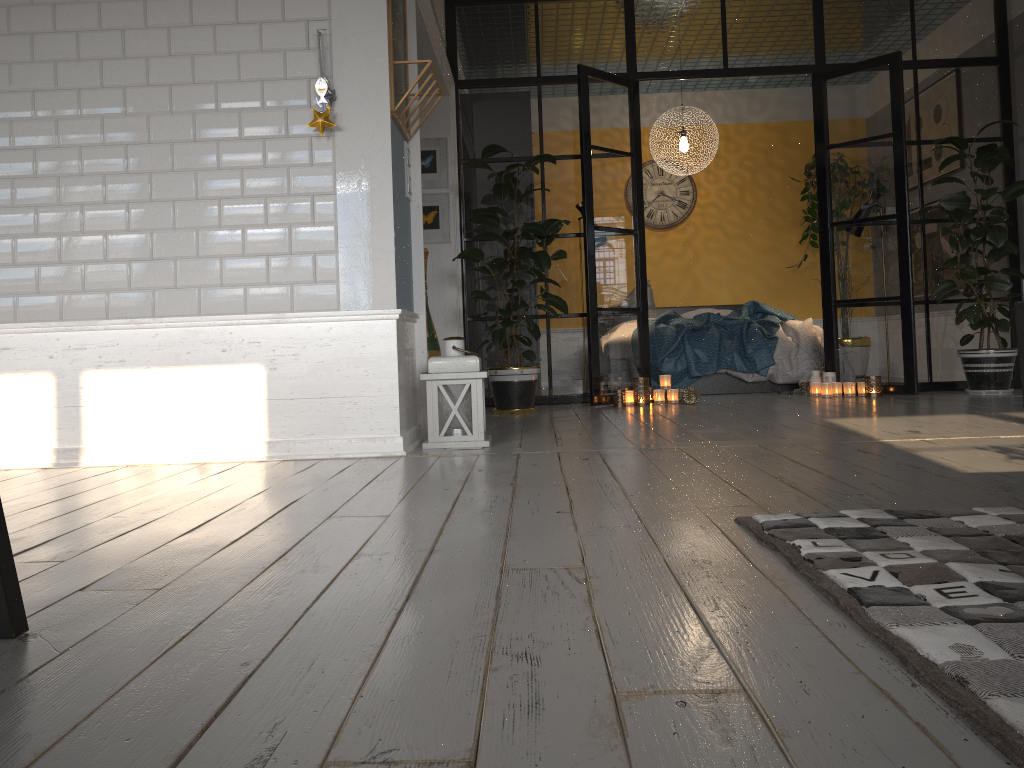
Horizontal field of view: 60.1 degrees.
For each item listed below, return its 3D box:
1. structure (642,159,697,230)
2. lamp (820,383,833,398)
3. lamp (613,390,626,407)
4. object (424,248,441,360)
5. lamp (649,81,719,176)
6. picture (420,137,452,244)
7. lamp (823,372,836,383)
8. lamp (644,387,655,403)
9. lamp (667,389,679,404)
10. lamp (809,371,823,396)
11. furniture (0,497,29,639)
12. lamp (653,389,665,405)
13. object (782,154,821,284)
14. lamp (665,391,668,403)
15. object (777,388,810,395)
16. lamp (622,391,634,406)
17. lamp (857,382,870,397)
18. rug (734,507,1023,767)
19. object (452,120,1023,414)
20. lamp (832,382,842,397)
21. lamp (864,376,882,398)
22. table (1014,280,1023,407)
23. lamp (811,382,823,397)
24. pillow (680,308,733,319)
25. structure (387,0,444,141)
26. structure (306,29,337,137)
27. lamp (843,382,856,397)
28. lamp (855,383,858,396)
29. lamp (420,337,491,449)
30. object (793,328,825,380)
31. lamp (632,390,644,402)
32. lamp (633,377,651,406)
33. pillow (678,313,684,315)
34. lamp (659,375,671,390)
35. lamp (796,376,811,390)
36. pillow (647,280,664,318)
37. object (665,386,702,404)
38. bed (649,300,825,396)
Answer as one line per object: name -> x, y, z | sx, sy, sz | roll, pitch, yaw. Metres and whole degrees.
structure -> 1.519, -1.935, 9.014 | 0.726, 0.725, 0.070 | -2, -1, 1
lamp -> 2.157, 0.044, 6.057 | 0.080, 0.099, 0.081 | -2, 0, 42
lamp -> 0.722, 0.097, 5.935 | 0.084, 0.110, 0.084 | -2, 0, -23
object -> -0.596, -0.367, 6.055 | 0.216, 1.125, 0.215 | -2, -1, -4
lamp -> 1.528, -2.414, 7.925 | 0.615, 1.097, 0.617 | -3, -1, 42
picture -> -0.646, -1.328, 5.313 | 0.359, 0.753, 1.946 | -2, 2, 2
lamp -> 2.230, 0.002, 6.208 | 0.089, 0.167, 0.092 | -2, -1, -32
lamp -> 0.973, 0.076, 6.240 | 0.081, 0.106, 0.081 | -2, 0, 1
lamp -> 1.092, 0.086, 5.999 | 0.080, 0.099, 0.081 | -2, 0, 42
lamp -> 2.169, -0.005, 6.310 | 0.092, 0.180, 0.092 | -2, -1, 22
furniture -> -1.029, 0.208, 0.584 | 0.465, 0.456, 1.670 | -2, 2, 2
lamp -> 1.001, 0.088, 6.008 | 0.080, 0.099, 0.081 | -2, 0, 42
object -> 3.221, -1.156, 8.538 | 1.344, 2.207, 1.247 | -2, -1, -12
lamp -> 1.064, 0.092, 6.107 | 0.069, 0.080, 0.069 | -2, 0, 9
object -> 2.081, 0.056, 6.542 | 0.087, 0.054, 0.326 | -3, 2, -35
lamp -> 0.790, 0.097, 5.996 | 0.080, 0.099, 0.081 | -2, 0, 42
lamp -> 2.395, 0.037, 6.025 | 0.080, 0.099, 0.081 | -2, 0, 42
rug -> 1.758, 0.299, 1.158 | 2.526, 0.034, 1.770 | -2, 2, 2
object -> 1.586, -0.774, 5.871 | 3.895, 1.798, 1.010 | -2, -1, 1
lamp -> 2.236, 0.040, 6.099 | 0.080, 0.099, 0.081 | -2, 0, 42
lamp -> 2.420, 0.019, 5.929 | 0.107, 0.141, 0.107 | -2, 0, -35
table -> 1.520, 0.073, 1.012 | 1.455, 0.511, 0.732 | -2, 1, 1
lamp -> 2.132, 0.040, 6.188 | 0.081, 0.099, 0.080 | -2, 0, -34
pillow -> 1.841, -0.599, 8.241 | 0.594, 0.227, 0.484 | -4, 2, -40
structure -> -0.423, -1.516, 3.922 | 0.185, 0.776, 0.495 | -2, 0, 2
structure -> -0.774, -1.220, 3.593 | 0.134, 0.448, 0.078 | -2, -1, -11
lamp -> 2.308, 0.039, 6.049 | 0.080, 0.099, 0.081 | -2, 0, 42
lamp -> 2.363, 0.038, 6.131 | 0.063, 0.091, 0.063 | -2, 0, -17
lamp -> -0.247, 0.029, 3.929 | 0.287, 0.478, 0.286 | -2, 0, 0
object -> 2.336, -0.190, 6.538 | 0.437, 0.522, 0.278 | -2, 0, 42
lamp -> 0.863, 0.092, 6.053 | 0.080, 0.099, 0.081 | -2, 0, 42
lamp -> 0.871, 0.051, 5.947 | 0.115, 0.187, 0.114 | -2, 0, 0
pillow -> 1.882, -0.565, 8.642 | 0.775, 0.297, 0.527 | -2, 1, 1
lamp -> 1.042, -0.012, 6.004 | 0.080, 0.099, 0.081 | -2, 0, 42
lamp -> 2.173, 0.011, 6.544 | 0.108, 0.131, 0.096 | -2, 0, -28
pillow -> 1.138, -0.669, 8.258 | 0.782, 0.600, 0.499 | -2, 0, 7
object -> 1.170, 0.073, 6.198 | 0.192, 0.118, 0.717 | -2, 2, -10
bed -> 1.706, -0.351, 7.806 | 1.897, 0.771, 2.323 | -2, 2, 2
